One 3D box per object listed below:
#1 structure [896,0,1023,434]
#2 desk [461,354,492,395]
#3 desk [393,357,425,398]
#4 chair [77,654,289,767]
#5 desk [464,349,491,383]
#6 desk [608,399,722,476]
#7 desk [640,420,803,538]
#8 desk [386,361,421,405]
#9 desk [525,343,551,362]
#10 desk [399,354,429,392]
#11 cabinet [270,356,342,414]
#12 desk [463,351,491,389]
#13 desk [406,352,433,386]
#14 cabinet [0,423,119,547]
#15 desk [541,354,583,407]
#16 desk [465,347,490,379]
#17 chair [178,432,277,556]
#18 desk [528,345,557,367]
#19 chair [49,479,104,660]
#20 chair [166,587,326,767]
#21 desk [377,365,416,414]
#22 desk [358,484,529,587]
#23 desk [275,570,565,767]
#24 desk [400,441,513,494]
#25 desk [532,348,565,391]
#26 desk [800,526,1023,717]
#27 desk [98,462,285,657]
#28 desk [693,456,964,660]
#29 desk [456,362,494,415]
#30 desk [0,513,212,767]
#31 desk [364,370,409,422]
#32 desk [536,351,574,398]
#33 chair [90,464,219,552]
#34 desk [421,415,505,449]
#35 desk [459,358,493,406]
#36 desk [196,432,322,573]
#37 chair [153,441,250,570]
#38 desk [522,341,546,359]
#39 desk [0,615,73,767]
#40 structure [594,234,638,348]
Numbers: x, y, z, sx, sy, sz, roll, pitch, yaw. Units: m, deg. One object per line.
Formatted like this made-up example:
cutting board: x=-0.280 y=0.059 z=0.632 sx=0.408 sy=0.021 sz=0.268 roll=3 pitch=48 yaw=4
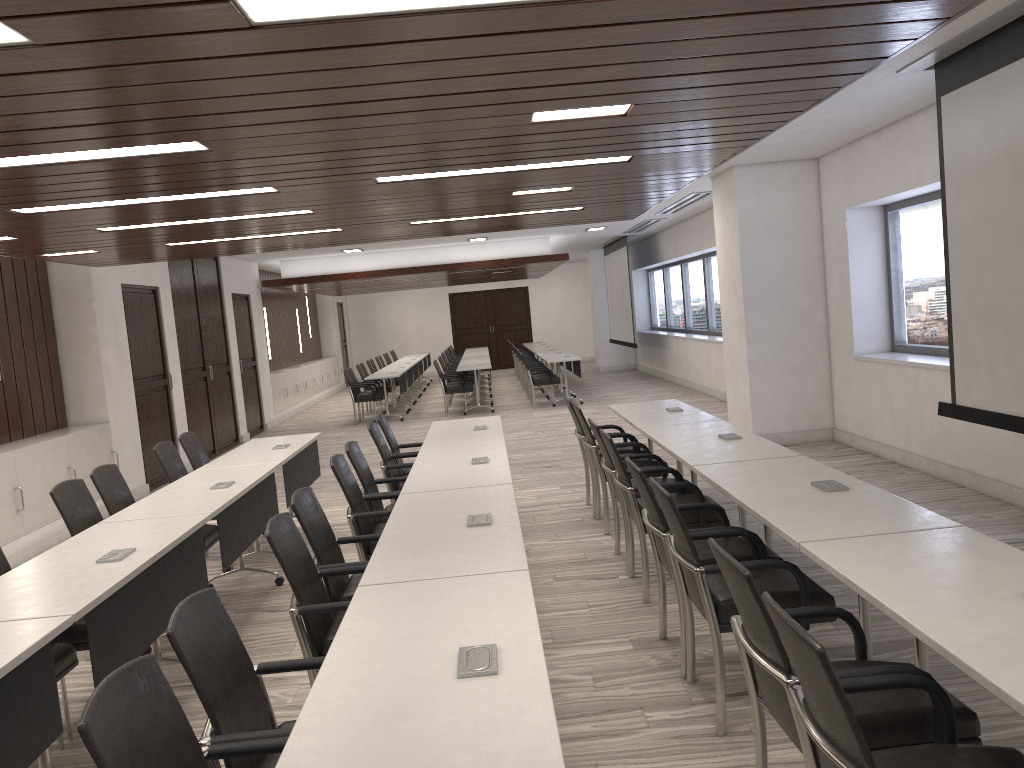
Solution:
structure: x=2.792 y=-0.813 z=4.001 sx=0.438 sy=2.329 sz=3.550 roll=-5 pitch=5 yaw=-2
desk: x=-0.719 y=-0.173 z=18.376 sx=0.577 sy=0.795 sz=1.509 roll=-5 pitch=5 yaw=-2
desk: x=-2.283 y=-0.150 z=19.853 sx=0.577 sy=0.795 sz=1.509 roll=-5 pitch=5 yaw=-2
chair: x=-0.530 y=1.075 z=1.975 sx=0.638 sy=0.939 sz=0.513 roll=-5 pitch=5 yaw=-2
desk: x=-0.823 y=-0.411 z=21.413 sx=0.577 sy=0.795 sz=1.509 roll=-5 pitch=5 yaw=-2
desk: x=1.165 y=0.595 z=6.843 sx=0.577 sy=0.795 sz=1.509 roll=-5 pitch=5 yaw=-2
desk: x=1.217 y=0.714 z=5.326 sx=0.577 sy=0.795 sz=1.509 roll=-5 pitch=5 yaw=-2
desk: x=-2.231 y=-0.031 z=18.336 sx=0.577 sy=0.795 sz=1.509 roll=-5 pitch=5 yaw=-2
desk: x=0.667 y=-0.550 z=21.453 sx=0.577 sy=0.795 sz=1.509 roll=-5 pitch=5 yaw=-2
desk: x=-2.335 y=-0.270 z=21.373 sx=0.577 sy=0.795 sz=1.509 roll=-5 pitch=5 yaw=-2
cabinet: x=-4.607 y=-0.077 z=19.692 sx=0.476 sy=0.698 sz=7.540 roll=-5 pitch=5 yaw=-2
desk: x=-0.771 y=-0.292 z=19.894 sx=0.577 sy=0.795 sz=1.509 roll=-5 pitch=5 yaw=-2
desk: x=-2.386 y=-0.389 z=22.890 sx=0.577 sy=0.795 sz=1.509 roll=-5 pitch=5 yaw=-2
cabinet: x=-4.117 y=1.051 z=5.312 sx=0.476 sy=0.698 sz=7.540 roll=-5 pitch=5 yaw=-2
desk: x=0.874 y=-0.075 z=15.391 sx=0.577 sy=0.795 sz=1.509 roll=-5 pitch=5 yaw=-2
desk: x=-0.874 y=-0.530 z=22.931 sx=0.577 sy=0.795 sz=1.509 roll=-5 pitch=5 yaw=-2
chair: x=-2.225 y=0.819 z=7.010 sx=0.638 sy=0.939 sz=0.513 roll=-5 pitch=5 yaw=-2
desk: x=0.719 y=-0.431 z=19.933 sx=0.577 sy=0.795 sz=1.509 roll=-5 pitch=5 yaw=-2
chair: x=-2.145 y=0.979 z=4.966 sx=0.638 sy=0.939 sz=0.513 roll=-5 pitch=5 yaw=-1
chair: x=-0.557 y=1.035 z=2.493 sx=0.638 sy=0.939 sz=0.513 roll=-5 pitch=5 yaw=-2
desk: x=-2.180 y=0.087 z=16.828 sx=0.577 sy=0.795 sz=1.509 roll=-5 pitch=5 yaw=-2
desk: x=-0.221 y=0.973 z=3.766 sx=0.577 sy=0.795 sz=1.509 roll=-5 pitch=5 yaw=-2
desk: x=-0.170 y=1.092 z=2.249 sx=0.577 sy=0.795 sz=1.509 roll=-5 pitch=5 yaw=-2
desk: x=-0.273 y=0.854 z=5.286 sx=0.577 sy=0.795 sz=1.509 roll=-5 pitch=5 yaw=-2
desk: x=0.771 y=-0.312 z=18.416 sx=0.577 sy=0.795 sz=1.509 roll=-5 pitch=5 yaw=-2
desk: x=1.321 y=0.953 z=2.289 sx=0.577 sy=0.795 sz=1.509 roll=-5 pitch=5 yaw=-2
desk: x=-1.785 y=0.995 z=5.246 sx=0.577 sy=0.795 sz=1.509 roll=-5 pitch=5 yaw=-2
desk: x=1.269 y=0.834 z=3.806 sx=0.577 sy=0.795 sz=1.509 roll=-5 pitch=5 yaw=-2
desk: x=-0.616 y=0.064 z=15.351 sx=0.577 sy=0.795 sz=1.509 roll=-5 pitch=5 yaw=-2
desk: x=-1.733 y=1.114 z=3.726 sx=0.577 sy=0.795 sz=1.509 roll=-5 pitch=5 yaw=-2
desk: x=-2.128 y=0.206 z=15.311 sx=0.577 sy=0.795 sz=1.509 roll=-5 pitch=5 yaw=-2
desk: x=0.822 y=-0.194 z=16.908 sx=0.577 sy=0.795 sz=1.509 roll=-5 pitch=5 yaw=-2
chair: x=-2.178 y=0.939 z=5.484 sx=0.638 sy=0.939 sz=0.513 roll=-5 pitch=5 yaw=-2
desk: x=-0.325 y=0.735 z=6.803 sx=0.577 sy=0.795 sz=1.509 roll=-5 pitch=5 yaw=-2
desk: x=-0.668 y=-0.055 z=16.868 sx=0.577 sy=0.795 sz=1.509 roll=-5 pitch=5 yaw=-2
desk: x=-1.837 y=0.876 z=6.763 sx=0.577 sy=0.795 sz=1.509 roll=-5 pitch=5 yaw=-2
chair: x=-2.206 y=0.861 z=6.482 sx=0.638 sy=0.939 sz=0.513 roll=-5 pitch=5 yaw=-2
desk: x=0.616 y=-0.669 z=22.970 sx=0.577 sy=0.795 sz=1.509 roll=-5 pitch=5 yaw=-2
desk: x=-1.681 y=1.233 z=2.209 sx=0.577 sy=0.795 sz=1.509 roll=-5 pitch=5 yaw=-2
structure: x=2.278 y=-1.995 z=19.071 sx=0.438 sy=2.329 sz=3.550 roll=-5 pitch=5 yaw=-2
